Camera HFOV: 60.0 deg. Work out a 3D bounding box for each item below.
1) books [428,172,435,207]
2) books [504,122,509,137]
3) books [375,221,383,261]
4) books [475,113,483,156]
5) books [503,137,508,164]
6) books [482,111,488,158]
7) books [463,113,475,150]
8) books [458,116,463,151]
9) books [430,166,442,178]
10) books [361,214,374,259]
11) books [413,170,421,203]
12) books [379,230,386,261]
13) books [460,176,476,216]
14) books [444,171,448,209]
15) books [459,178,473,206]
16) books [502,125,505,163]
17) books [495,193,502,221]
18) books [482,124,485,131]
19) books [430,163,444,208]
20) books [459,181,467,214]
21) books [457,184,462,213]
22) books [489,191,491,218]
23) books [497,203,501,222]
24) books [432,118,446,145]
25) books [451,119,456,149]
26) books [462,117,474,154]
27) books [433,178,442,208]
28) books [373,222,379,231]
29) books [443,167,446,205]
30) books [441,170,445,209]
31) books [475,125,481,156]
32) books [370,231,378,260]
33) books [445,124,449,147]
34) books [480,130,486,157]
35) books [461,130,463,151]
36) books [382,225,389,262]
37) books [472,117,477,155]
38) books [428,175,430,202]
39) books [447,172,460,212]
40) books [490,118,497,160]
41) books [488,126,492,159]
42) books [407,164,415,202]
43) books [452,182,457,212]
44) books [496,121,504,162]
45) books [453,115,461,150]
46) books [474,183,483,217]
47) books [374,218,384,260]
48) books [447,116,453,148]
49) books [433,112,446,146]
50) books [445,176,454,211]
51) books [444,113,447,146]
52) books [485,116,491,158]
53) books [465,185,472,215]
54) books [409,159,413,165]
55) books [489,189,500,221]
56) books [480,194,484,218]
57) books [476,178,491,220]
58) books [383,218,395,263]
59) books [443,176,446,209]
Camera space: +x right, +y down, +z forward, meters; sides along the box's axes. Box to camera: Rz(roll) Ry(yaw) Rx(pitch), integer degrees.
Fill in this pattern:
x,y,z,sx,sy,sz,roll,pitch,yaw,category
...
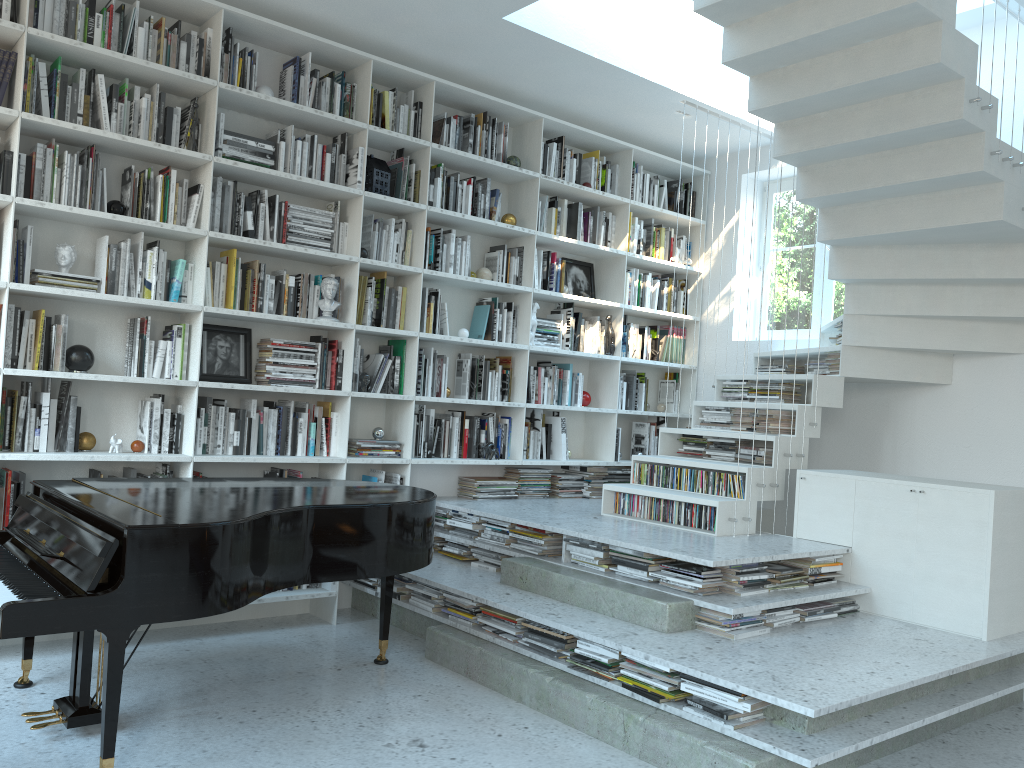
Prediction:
x,y,z,sx,sy,sz,roll,pitch,yaw,category
-0.525,-1.150,5.365,0.026,0.243,0.148,4,-1,-39,books
-0.083,-1.513,5.701,0.006,0.306,0.163,4,-1,-39,books
-0.812,-0.809,5.146,0.028,0.250,0.164,4,-1,-39,books
-0.248,-1.530,5.571,0.006,0.312,0.179,4,-1,-39,books
-0.093,-1.465,5.693,0.014,0.209,0.188,4,-1,-39,books
-0.221,-1.536,5.590,0.007,0.329,0.183,4,-1,-39,books
-0.301,-1.524,5.537,0.024,0.292,0.167,4,-1,-39,books
-0.366,-1.511,5.485,0.021,0.256,0.168,4,-1,-39,books
-0.488,-1.167,5.392,0.011,0.283,0.173,4,-1,-39,books
-0.853,-0.830,5.119,0.018,0.285,0.159,4,-1,-39,books
-0.611,-1.144,5.264,0.008,0.213,0.223,4,-1,-39,books
-0.794,-0.786,5.162,0.023,0.207,0.171,4,-1,-39,books
-0.286,-1.150,5.572,0.012,0.285,0.159,4,-1,-39,books
-0.446,-1.159,5.446,0.012,0.276,0.133,4,-1,-39,books
-0.302,-1.142,5.542,0.012,0.264,0.156,4,-1,-39,books
-0.110,-1.501,5.672,0.008,0.278,0.180,4,-1,-39,books
-0.145,-1.105,5.669,0.048,0.216,0.182,4,-1,-39,books
-0.230,-1.497,5.586,0.008,0.251,0.170,4,-1,-39,books
-0.474,-1.178,5.396,0.014,0.307,0.152,4,-1,-39,books
-0.340,-1.131,5.510,0.023,0.237,0.149,4,-1,-39,books
-0.367,-1.123,5.504,0.025,0.216,0.144,4,-1,-39,books
-0.197,-1.107,5.630,0.030,0.213,0.156,4,-1,-39,books
-0.128,-1.109,5.706,0.026,0.229,0.140,4,-1,-39,books
-0.476,-1.495,5.373,0.046,0.206,0.183,4,-1,-39,books
-0.408,-1.500,5.449,0.028,0.226,0.163,4,-1,-39,books
-0.308,-1.508,5.502,0.028,0.258,0.184,4,-1,-39,books
-0.494,-1.130,5.367,0.026,0.208,0.181,4,-1,-39,books
-0.829,-0.806,5.139,0.024,0.242,0.159,4,-1,-39,books
-0.454,-1.170,5.431,0.021,0.296,0.138,4,-1,-39,books
-0.465,-1.158,5.403,0.010,0.268,0.166,4,-1,-39,books
-0.256,-1.490,5.559,0.018,0.231,0.160,4,-1,-39,books
-0.833,-0.779,5.110,0.028,0.185,0.181,4,-1,-39,books
-0.440,-1.481,5.421,0.009,0.183,0.160,4,-1,-39,books
-0.232,-1.473,5.566,0.018,0.201,0.188,4,-1,-39,books
-0.358,-1.477,5.514,0.031,0.190,0.132,4,-1,-39,books
-0.778,-0.799,5.167,0.023,0.236,0.178,4,-1,-39,books
-0.276,-1.518,5.566,0.007,0.285,0.159,4,-1,-39,books
-0.543,-1.149,5.358,0.012,0.239,0.138,4,-1,-39,books
-0.380,-1.158,5.494,0.013,0.284,0.154,4,-1,-39,books
-0.165,-1.520,5.635,0.008,0.307,0.182,4,-1,-39,books
-0.184,-1.494,5.631,0.024,0.252,0.149,4,-1,-39,books
-0.634,-1.164,5.245,0.013,0.248,0.186,4,-1,-39,books
-0.400,-1.129,5.483,0.028,0.223,0.142,4,-1,-39,books
-0.122,-1.511,5.671,0.013,0.297,0.188,4,-1,-39,books
-0.384,-1.512,5.467,0.030,0.255,0.161,4,-1,-39,books
-0.259,-1.125,5.571,0.030,0.238,0.185,4,-1,-39,books
-0.801,-0.821,5.156,0.019,0.275,0.146,4,-1,-39,books
-0.423,-1.503,5.419,0.013,0.229,0.174,4,-1,-39,books
-0.458,-1.513,5.395,0.009,0.244,0.173,4,-1,-39,books
-0.417,-1.140,5.440,0.027,0.241,0.160,4,-1,-39,books
-0.456,-1.513,5.408,0.011,0.244,0.172,4,-1,-39,books
-0.203,-1.520,5.585,0.015,0.299,0.183,4,-1,-39,books
-0.315,-1.116,5.512,0.021,0.209,0.180,4,-1,-39,books
-0.635,-1.185,5.287,0.005,0.292,0.130,4,-1,-39,books
-0.156,-1.115,5.648,0.054,0.235,0.171,4,-1,-39,books
-0.241,-1.095,5.592,0.027,0.181,0.176,4,-1,-39,books
-0.208,-1.145,5.601,0.029,0.285,0.183,4,-1,-39,books
-0.750,-0.817,5.162,0.028,0.275,0.186,4,-1,-39,books
-0.464,-1.141,5.417,0.012,0.235,0.165,4,-1,-39,books
